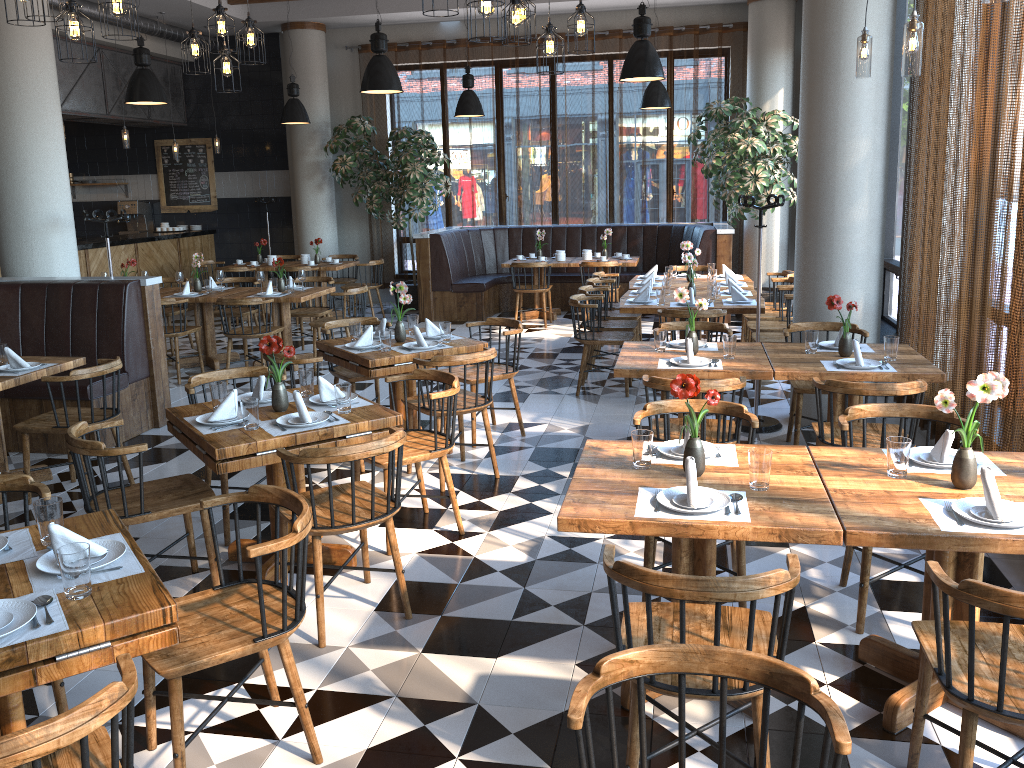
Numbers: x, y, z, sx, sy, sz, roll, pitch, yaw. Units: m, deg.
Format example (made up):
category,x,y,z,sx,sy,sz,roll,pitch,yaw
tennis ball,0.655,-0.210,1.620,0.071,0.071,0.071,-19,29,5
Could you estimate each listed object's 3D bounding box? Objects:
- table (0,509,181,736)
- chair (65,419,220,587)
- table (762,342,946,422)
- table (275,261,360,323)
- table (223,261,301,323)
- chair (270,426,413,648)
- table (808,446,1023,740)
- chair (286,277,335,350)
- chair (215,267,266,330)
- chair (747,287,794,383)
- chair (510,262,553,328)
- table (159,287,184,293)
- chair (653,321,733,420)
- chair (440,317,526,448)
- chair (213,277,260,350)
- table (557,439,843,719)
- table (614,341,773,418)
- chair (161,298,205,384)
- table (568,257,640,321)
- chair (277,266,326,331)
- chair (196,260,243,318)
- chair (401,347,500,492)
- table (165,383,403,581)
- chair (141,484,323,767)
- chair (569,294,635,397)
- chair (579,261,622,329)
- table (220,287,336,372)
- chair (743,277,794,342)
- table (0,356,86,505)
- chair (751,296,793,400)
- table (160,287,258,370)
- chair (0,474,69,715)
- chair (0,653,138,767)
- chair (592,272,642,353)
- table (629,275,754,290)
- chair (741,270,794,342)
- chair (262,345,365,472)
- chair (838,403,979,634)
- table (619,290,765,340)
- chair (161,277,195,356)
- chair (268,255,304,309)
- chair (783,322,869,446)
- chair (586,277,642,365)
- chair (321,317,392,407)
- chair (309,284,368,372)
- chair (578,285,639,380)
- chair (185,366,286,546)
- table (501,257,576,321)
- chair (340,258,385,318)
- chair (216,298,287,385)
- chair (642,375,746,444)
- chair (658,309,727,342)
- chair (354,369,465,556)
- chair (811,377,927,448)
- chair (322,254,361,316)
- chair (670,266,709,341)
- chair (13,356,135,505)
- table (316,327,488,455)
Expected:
category,x,y,z,sx,sy,sz,roll,pitch,yaw
table,-1.431,0.921,2.442,0.867,0.758,0.868,-9,14,-33
chair,-1.607,0.567,3.885,0.551,0.811,0.522,-9,14,-33
table,1.908,0.215,5.123,0.850,0.758,0.857,1,12,11
table,-2.598,-1.246,12.021,0.850,0.758,0.857,1,12,11
table,-3.436,-1.261,12.186,0.850,0.758,0.857,1,12,11
chair,-0.712,0.583,3.710,0.521,0.811,0.552,-9,14,-33
table,1.488,0.714,3.000,0.850,0.758,0.857,1,12,11
chair,-2.190,-0.728,9.601,0.519,0.811,0.554,1,12,11
chair,-3.536,-1.135,11.534,0.519,0.811,0.554,1,12,11
chair,2.367,-0.452,7.858,0.550,0.811,0.523,1,12,11
chair,0.253,-1.133,11.073,0.519,0.811,0.554,1,12,11
table,-4.000,-0.582,9.298,0.850,0.758,0.857,1,12,11
chair,1.199,0.027,5.908,0.519,0.811,0.554,1,12,11
chair,-0.194,-0.030,6.323,0.551,0.811,0.522,-9,14,-33
chair,-3.041,-0.744,9.768,0.519,0.811,0.554,1,12,11
table,0.648,0.699,3.165,0.850,0.758,0.857,1,12,11
table,1.068,0.200,5.287,0.850,0.758,0.857,1,12,11
chair,-3.294,-0.443,8.487,0.519,0.811,0.554,1,12,11
table,1.208,-1.232,11.511,0.850,0.758,0.857,1,12,11
chair,-2.693,-1.120,11.369,0.519,0.811,0.554,1,12,11
chair,-4.069,-1.296,12.297,0.550,0.811,0.523,1,12,11
chair,-0.369,0.176,5.445,0.521,0.811,0.552,-9,14,-33
table,-1.077,0.500,4.235,0.867,0.758,0.868,-9,14,-33
chair,-0.893,0.798,2.796,0.551,0.811,0.522,-9,14,-33
chair,0.766,-0.339,7.553,0.550,0.811,0.523,1,12,11
chair,1.096,-1.118,10.907,0.519,0.811,0.554,1,12,11
table,-2.326,-0.553,8.969,0.850,0.758,0.857,1,12,11
chair,2.491,-0.599,8.485,0.550,0.811,0.523,1,12,11
table,-3.219,0.287,5.418,0.850,0.758,0.857,1,12,11
chair,2.250,-0.314,7.268,0.550,0.811,0.523,1,12,11
table,-3.163,-0.568,9.134,0.850,0.758,0.857,1,12,11
chair,-1.787,0.782,2.971,0.521,0.811,0.552,-9,14,-33
chair,-1.067,1.005,1.917,0.521,0.811,0.552,-9,14,-33
chair,1.120,-0.759,9.343,0.550,0.811,0.523,1,12,11
table,1.793,-0.654,8.922,1.216,0.758,1.224,2,13,15
chair,2.605,-0.734,9.058,0.550,0.811,0.523,1,12,11
chair,-1.263,0.160,5.620,0.551,0.811,0.522,-9,14,-33
chair,1.607,0.540,3.623,0.519,0.811,0.554,1,12,11
table,1.553,-0.368,7.706,1.216,0.758,1.224,2,13,15
chair,-3.892,-0.759,9.935,0.519,0.811,0.554,1,12,11
chair,-3.288,-1.430,12.787,0.519,0.811,0.554,1,12,11
chair,2.027,0.042,5.745,0.519,0.811,0.554,1,12,11
chair,1.010,-0.629,8.788,0.550,0.811,0.523,1,12,11
chair,-1.089,-0.046,6.499,0.521,0.811,0.552,-9,14,-33
chair,-1.697,-0.564,8.826,0.550,0.811,0.523,1,12,11
chair,0.886,-0.481,8.161,0.550,0.811,0.523,1,12,11
chair,-1.432,0.361,4.764,0.521,0.811,0.552,-9,14,-33
table,0.370,-1.247,11.675,0.850,0.758,0.857,1,12,11
chair,-1.978,-1.256,11.874,0.550,0.811,0.523,1,12,11
chair,-2.444,-0.427,8.320,0.519,0.811,0.554,1,12,11
chair,0.949,0.323,4.649,0.519,0.811,0.554,1,12,11
chair,1.399,-0.208,6.908,0.519,0.811,0.554,1,12,11
chair,-0.538,0.377,4.588,0.551,0.811,0.522,-9,14,-33
chair,1.777,0.337,4.487,0.519,0.811,0.554,1,12,11
chair,-2.445,-1.415,12.621,0.519,0.811,0.554,1,12,11
chair,1.950,-0.862,9.692,0.519,0.811,0.554,1,12,11
chair,-2.599,0.271,5.296,0.550,0.811,0.523,1,12,11
table,-0.733,0.093,5.970,0.867,0.758,0.868,-9,14,-33
